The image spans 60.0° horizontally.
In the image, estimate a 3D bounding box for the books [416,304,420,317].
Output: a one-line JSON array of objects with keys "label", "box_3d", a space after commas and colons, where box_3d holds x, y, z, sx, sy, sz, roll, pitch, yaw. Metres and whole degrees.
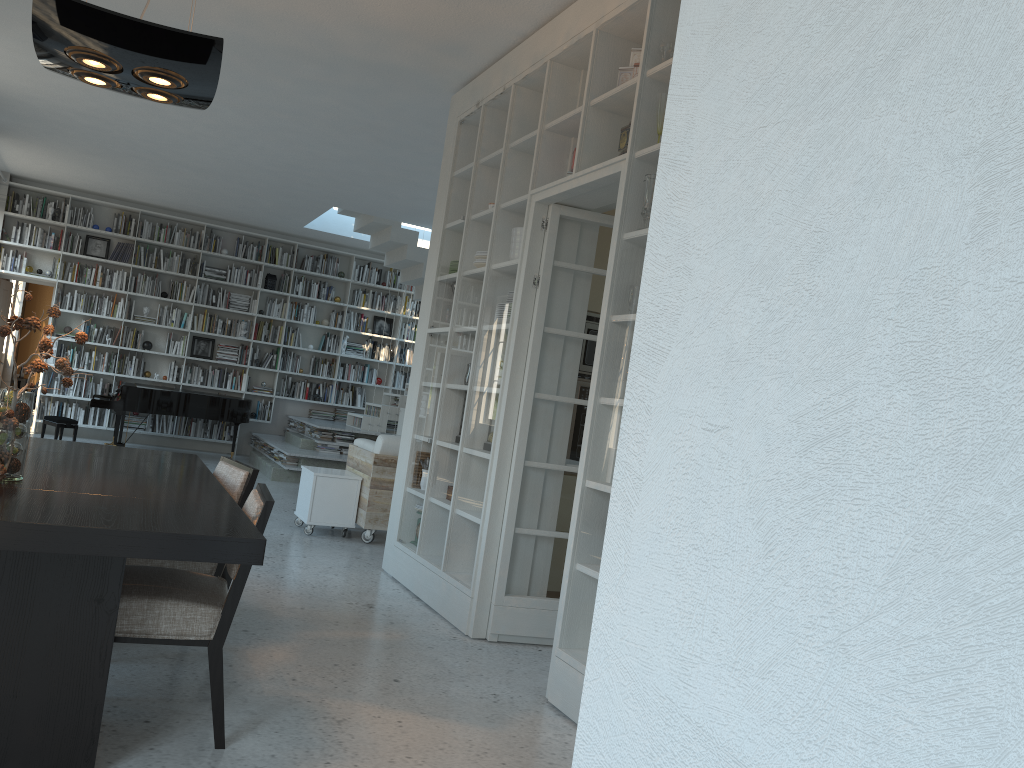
[{"label": "books", "box_3d": [-1.459, -1.117, 13.572, 0.025, 0.211, 0.134, 9, -1, -24]}]

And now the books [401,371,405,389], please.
[{"label": "books", "box_3d": [-1.687, -0.063, 13.605, 0.024, 0.267, 0.133, 9, -1, -24]}]

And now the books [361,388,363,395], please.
[{"label": "books", "box_3d": [-2.296, 0.201, 13.342, 0.012, 0.285, 0.159, 9, -1, -24]}]

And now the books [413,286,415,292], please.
[{"label": "books", "box_3d": [-1.522, -1.506, 13.583, 0.022, 0.229, 0.174, 9, -1, -24]}]

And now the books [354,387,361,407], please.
[{"label": "books", "box_3d": [-2.317, 0.193, 13.276, 0.075, 0.291, 0.255, 9, -1, -24]}]

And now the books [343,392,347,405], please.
[{"label": "books", "box_3d": [-2.510, 0.216, 13.244, 0.030, 0.188, 0.140, 9, -1, -24]}]

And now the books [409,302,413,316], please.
[{"label": "books", "box_3d": [-1.562, -1.140, 13.508, 0.049, 0.223, 0.161, 9, -1, -24]}]

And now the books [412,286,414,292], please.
[{"label": "books", "box_3d": [-1.533, -1.528, 13.574, 0.012, 0.269, 0.184, 9, -1, -24]}]

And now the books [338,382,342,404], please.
[{"label": "books", "box_3d": [-2.580, 0.135, 13.220, 0.013, 0.327, 0.130, 9, -1, -24]}]

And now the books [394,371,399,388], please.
[{"label": "books", "box_3d": [-1.780, -0.071, 13.539, 0.024, 0.252, 0.175, 9, -1, -24]}]

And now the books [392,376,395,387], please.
[{"label": "books", "box_3d": [-1.834, -0.090, 13.530, 0.085, 0.278, 0.159, 9, -1, -24]}]

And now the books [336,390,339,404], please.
[{"label": "books", "box_3d": [-2.609, 0.188, 13.210, 0.033, 0.213, 0.140, 9, -1, -24]}]

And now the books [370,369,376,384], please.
[{"label": "books", "box_3d": [-2.112, -0.115, 13.397, 0.025, 0.235, 0.181, 9, -1, -24]}]

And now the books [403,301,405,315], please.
[{"label": "books", "box_3d": [-1.657, -1.190, 13.485, 0.036, 0.293, 0.135, 9, -1, -24]}]

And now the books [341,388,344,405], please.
[{"label": "books", "box_3d": [-2.544, 0.182, 13.214, 0.015, 0.243, 0.156, 9, -1, -24]}]

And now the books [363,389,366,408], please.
[{"label": "books", "box_3d": [-2.227, 0.218, 13.366, 0.062, 0.274, 0.148, 9, -1, -24]}]

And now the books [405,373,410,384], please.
[{"label": "books", "box_3d": [-1.629, -0.045, 13.596, 0.027, 0.248, 0.184, 9, -1, -24]}]

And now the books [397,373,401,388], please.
[{"label": "books", "box_3d": [-1.757, -0.059, 13.558, 0.037, 0.236, 0.153, 9, -1, -24]}]

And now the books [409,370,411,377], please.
[{"label": "books", "box_3d": [-1.582, -0.061, 13.647, 0.013, 0.297, 0.141, 9, -1, -24]}]

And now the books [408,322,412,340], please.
[{"label": "books", "box_3d": [-1.588, -0.802, 13.578, 0.014, 0.285, 0.185, 9, -1, -24]}]

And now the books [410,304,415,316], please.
[{"label": "books", "box_3d": [-1.529, -1.120, 13.517, 0.024, 0.193, 0.189, 9, -1, -24]}]

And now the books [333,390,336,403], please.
[{"label": "books", "box_3d": [-2.661, 0.181, 13.154, 0.027, 0.208, 0.164, 9, -1, -24]}]

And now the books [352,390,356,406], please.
[{"label": "books", "box_3d": [-2.386, 0.210, 13.292, 0.031, 0.239, 0.171, 9, -1, -24]}]

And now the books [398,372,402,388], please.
[{"label": "books", "box_3d": [-1.730, -0.057, 13.571, 0.022, 0.242, 0.151, 9, -1, -24]}]

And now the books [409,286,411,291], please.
[{"label": "books", "box_3d": [-1.576, -1.510, 13.585, 0.025, 0.223, 0.136, 9, -1, -24]}]

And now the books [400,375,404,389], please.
[{"label": "books", "box_3d": [-1.708, -0.033, 13.577, 0.029, 0.201, 0.172, 9, -1, -24]}]

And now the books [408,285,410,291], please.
[{"label": "books", "box_3d": [-1.589, -1.539, 13.566, 0.022, 0.275, 0.159, 9, -1, -24]}]

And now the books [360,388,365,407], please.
[{"label": "books", "box_3d": [-2.261, 0.205, 13.340, 0.025, 0.287, 0.160, 9, -1, -24]}]

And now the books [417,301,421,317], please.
[{"label": "books", "box_3d": [-1.427, -1.134, 13.565, 0.023, 0.253, 0.189, 9, -1, -24]}]

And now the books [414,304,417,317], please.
[{"label": "books", "box_3d": [-1.503, -1.116, 13.590, 0.038, 0.199, 0.170, 9, -1, -24]}]

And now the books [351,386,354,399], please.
[{"label": "books", "box_3d": [-2.407, 0.174, 13.301, 0.010, 0.304, 0.131, 9, -1, -24]}]

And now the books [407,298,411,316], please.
[{"label": "books", "box_3d": [-1.588, -1.165, 13.482, 0.026, 0.263, 0.189, 9, -1, -24]}]

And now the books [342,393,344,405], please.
[{"label": "books", "box_3d": [-2.533, 0.201, 13.233, 0.025, 0.210, 0.137, 9, -1, -24]}]

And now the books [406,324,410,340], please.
[{"label": "books", "box_3d": [-1.614, -0.791, 13.582, 0.026, 0.256, 0.173, 9, -1, -24]}]

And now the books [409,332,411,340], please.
[{"label": "books", "box_3d": [-1.589, -0.754, 13.615, 0.028, 0.191, 0.136, 9, -1, -24]}]

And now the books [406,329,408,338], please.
[{"label": "books", "box_3d": [-1.635, -0.785, 13.580, 0.012, 0.238, 0.172, 9, -1, -24]}]

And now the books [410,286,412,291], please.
[{"label": "books", "box_3d": [-1.548, -1.539, 13.580, 0.013, 0.286, 0.150, 9, -1, -24]}]

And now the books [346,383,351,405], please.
[{"label": "books", "box_3d": [-2.454, 0.151, 13.256, 0.014, 0.333, 0.168, 9, -1, -24]}]

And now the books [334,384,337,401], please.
[{"label": "books", "box_3d": [-2.646, 0.145, 13.181, 0.012, 0.286, 0.158, 9, -1, -24]}]

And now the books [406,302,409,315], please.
[{"label": "books", "box_3d": [-1.618, -1.140, 13.479, 0.024, 0.205, 0.165, 9, -1, -24]}]

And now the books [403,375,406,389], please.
[{"label": "books", "box_3d": [-1.667, -0.030, 13.609, 0.025, 0.208, 0.149, 9, -1, -24]}]

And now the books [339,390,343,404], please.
[{"label": "books", "box_3d": [-2.567, 0.194, 13.216, 0.023, 0.214, 0.163, 9, -1, -24]}]

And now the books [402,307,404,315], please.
[{"label": "books", "box_3d": [-1.681, -1.168, 13.464, 0.027, 0.241, 0.162, 9, -1, -24]}]

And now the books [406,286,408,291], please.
[{"label": "books", "box_3d": [-1.605, -1.562, 13.543, 0.011, 0.313, 0.172, 9, -1, -24]}]

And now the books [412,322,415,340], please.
[{"label": "books", "box_3d": [-1.537, -0.797, 13.617, 0.012, 0.292, 0.165, 9, -1, -24]}]

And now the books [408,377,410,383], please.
[{"label": "books", "box_3d": [-1.607, -0.016, 13.638, 0.027, 0.201, 0.164, 9, -1, -24]}]

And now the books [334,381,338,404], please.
[{"label": "books", "box_3d": [-2.628, 0.122, 13.183, 0.014, 0.337, 0.132, 9, -1, -24]}]

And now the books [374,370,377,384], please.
[{"label": "books", "box_3d": [-2.090, -0.105, 13.409, 0.027, 0.223, 0.170, 9, -1, -24]}]

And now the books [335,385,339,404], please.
[{"label": "books", "box_3d": [-2.620, 0.148, 13.191, 0.015, 0.287, 0.138, 9, -1, -24]}]

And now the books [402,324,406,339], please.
[{"label": "books", "box_3d": [-1.676, -0.797, 13.573, 0.026, 0.250, 0.160, 9, -1, -24]}]

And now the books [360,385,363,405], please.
[{"label": "books", "box_3d": [-2.284, 0.183, 13.353, 0.012, 0.326, 0.136, 9, -1, -24]}]

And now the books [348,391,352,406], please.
[{"label": "books", "box_3d": [-2.432, 0.213, 13.268, 0.052, 0.217, 0.184, 9, -1, -24]}]

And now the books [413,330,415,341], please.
[{"label": "books", "box_3d": [-1.533, -0.739, 13.637, 0.027, 0.179, 0.157, 9, -1, -24]}]

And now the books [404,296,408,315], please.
[{"label": "books", "box_3d": [-1.627, -1.186, 13.473, 0.010, 0.294, 0.183, 9, -1, -24]}]

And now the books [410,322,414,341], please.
[{"label": "books", "box_3d": [-1.556, -0.802, 13.621, 0.022, 0.297, 0.162, 9, -1, -24]}]

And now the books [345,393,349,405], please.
[{"label": "books", "box_3d": [-2.483, 0.222, 13.249, 0.024, 0.185, 0.149, 9, -1, -24]}]

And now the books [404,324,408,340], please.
[{"label": "books", "box_3d": [-1.642, -0.792, 13.557, 0.023, 0.247, 0.182, 9, -1, -24]}]

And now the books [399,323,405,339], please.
[{"label": "books", "box_3d": [-1.688, -0.801, 13.553, 0.012, 0.254, 0.161, 9, -1, -24]}]

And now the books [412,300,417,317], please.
[{"label": "books", "box_3d": [-1.509, -1.151, 13.541, 0.023, 0.263, 0.158, 9, -1, -24]}]
